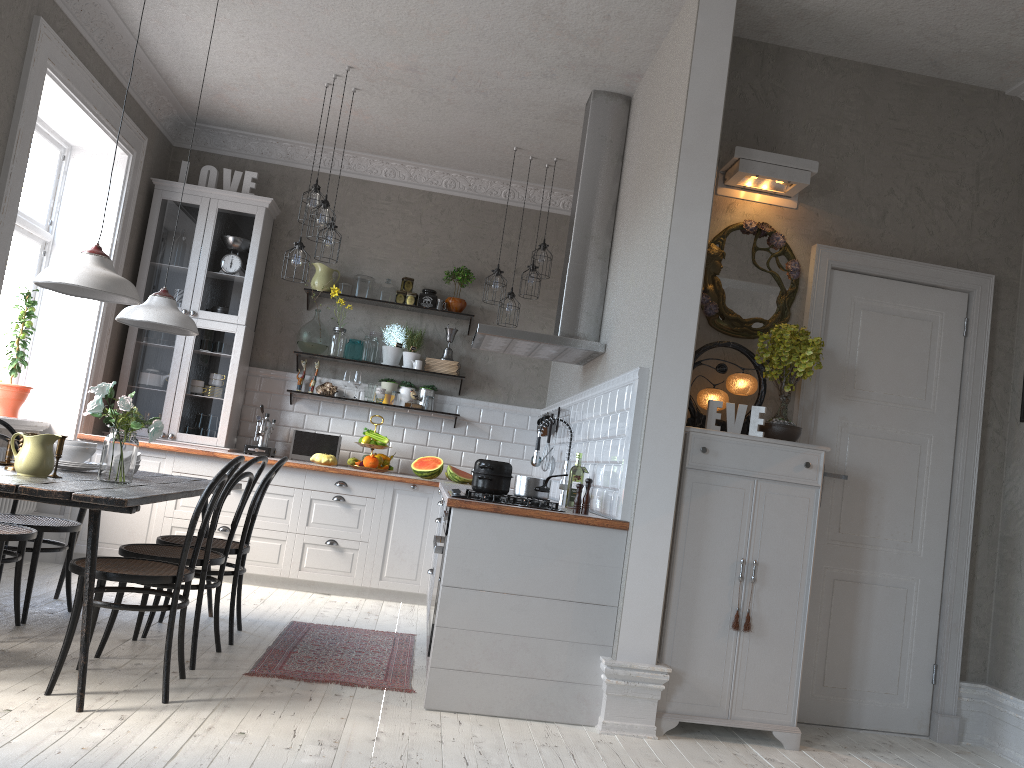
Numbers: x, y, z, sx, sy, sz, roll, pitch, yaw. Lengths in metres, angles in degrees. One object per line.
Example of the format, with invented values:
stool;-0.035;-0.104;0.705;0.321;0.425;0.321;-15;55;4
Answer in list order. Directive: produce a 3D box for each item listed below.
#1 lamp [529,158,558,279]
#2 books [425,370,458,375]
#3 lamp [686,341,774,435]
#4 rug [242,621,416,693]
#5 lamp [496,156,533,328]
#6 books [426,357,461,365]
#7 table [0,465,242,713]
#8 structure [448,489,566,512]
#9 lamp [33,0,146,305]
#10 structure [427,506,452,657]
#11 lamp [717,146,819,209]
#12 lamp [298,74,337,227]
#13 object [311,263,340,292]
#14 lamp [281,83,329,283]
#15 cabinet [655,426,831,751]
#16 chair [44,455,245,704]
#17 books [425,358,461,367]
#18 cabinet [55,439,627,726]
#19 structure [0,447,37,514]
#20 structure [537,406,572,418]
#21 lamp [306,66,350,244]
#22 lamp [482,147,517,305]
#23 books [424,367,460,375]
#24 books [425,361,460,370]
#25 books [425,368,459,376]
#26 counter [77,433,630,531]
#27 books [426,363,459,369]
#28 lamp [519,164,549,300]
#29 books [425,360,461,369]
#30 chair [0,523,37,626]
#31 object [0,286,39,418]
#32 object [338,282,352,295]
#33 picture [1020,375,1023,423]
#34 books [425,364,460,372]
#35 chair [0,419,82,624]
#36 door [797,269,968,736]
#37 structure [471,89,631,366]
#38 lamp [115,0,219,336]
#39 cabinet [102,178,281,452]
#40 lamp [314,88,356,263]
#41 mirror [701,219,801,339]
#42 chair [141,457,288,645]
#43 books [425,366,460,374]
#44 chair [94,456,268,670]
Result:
lamp;0.320;-1.631;6.491;0.149;1.736;0.144;12;-7;-34
books;-0.555;-0.080;6.972;0.262;0.011;0.157;8;-6;-4
lamp;0.972;0.077;4.111;0.449;0.558;0.172;8;-6;1
rug;-0.828;1.325;4.386;0.739;0.014;1.282;8;-6;-5
lamp;0.085;-1.277;6.493;0.149;1.736;0.144;12;-7;-34
books;-0.541;-0.177;6.982;0.261;0.011;0.157;8;-6;-1
table;-1.896;0.764;3.867;0.909;0.735;1.909;8;-6;-5
structure;-0.039;0.525;4.071;0.498;0.031;0.602;8;-6;-6
lamp;-1.520;-1.261;3.541;0.372;1.860;0.386;5;-7;31
structure;-0.065;0.887;4.033;0.621;0.623;0.619;9;-6;-6
lamp;1.233;-0.995;4.285;0.418;0.171;0.218;9;-6;-7
lamp;-1.127;-1.846;5.562;0.149;1.736;0.144;10;-6;-19
object;-1.452;-0.811;6.850;0.190;0.216;0.174;7;-6;8
lamp;-1.256;-1.508;5.676;0.150;1.736;0.143;13;-8;-39
cabinet;0.962;0.881;3.945;0.669;1.298;0.381;9;-6;-6
chair;-1.386;0.694;3.389;0.553;0.921;0.435;9;-6;-9
books;-0.542;-0.166;6.981;0.260;0.016;0.158;8;-6;2
cabinet;-0.845;0.991;5.377;4.107;0.855;2.028;3;-7;40
structure;-3.044;0.577;5.165;0.149;0.428;1.215;9;-6;-7
structure;0.281;0.206;6.062;0.095;0.053;1.080;8;-6;-5
lamp;-1.036;-1.717;5.404;0.143;1.736;0.150;3;-8;41
lamp;-0.012;-1.428;6.358;0.144;1.736;0.149;5;-7;26
books;-0.552;-0.102;6.974;0.260;0.016;0.158;7;-6;6
books;-0.545;-0.145;6.978;0.261;0.011;0.157;8;-6;-1
books;-0.553;-0.092;6.973;0.261;0.011;0.157;8;-6;-1
counter;-1.219;0.507;5.218;3.177;0.039;3.372;8;-6;-6
books;-0.547;-0.135;6.977;0.262;0.011;0.157;8;-6;-4
lamp;0.245;-1.496;6.640;0.144;1.736;0.149;4;-7;36
books;-0.544;-0.156;6.979;0.260;0.016;0.158;7;-6;6
chair;-2.362;0.603;3.839;0.553;0.921;0.435;9;-6;-9
object;-3.063;-0.203;5.477;0.256;0.813;0.263;6;-6;21
object;-1.308;-0.730;6.921;0.104;0.111;0.102;9;-6;-6
picture;2.557;0.007;4.149;0.014;0.331;0.487;9;-6;-5
books;-0.548;-0.123;6.976;0.261;0.011;0.157;8;-6;-1
chair;-2.390;0.646;4.321;0.547;0.921;0.439;7;-6;6
door;1.792;0.561;4.316;0.755;2.184;0.079;9;-6;-7
structure;0.240;-0.982;5.288;0.716;1.596;0.708;9;-6;-6
lamp;-1.602;-1.186;4.424;0.379;1.860;0.379;8;-6;2
cabinet;-2.359;-0.480;6.614;0.884;1.922;0.385;9;-6;-7
lamp;-1.061;-1.639;5.710;0.148;1.736;0.144;10;-6;-19
mirror;1.155;-0.516;4.316;0.535;0.594;0.071;9;-6;-7
chair;-1.467;0.781;4.396;0.553;0.921;0.435;9;-6;-9
books;-0.550;-0.113;6.975;0.260;0.016;0.158;8;-6;2
chair;-1.440;0.738;3.916;0.549;0.921;0.438;8;-6;1
